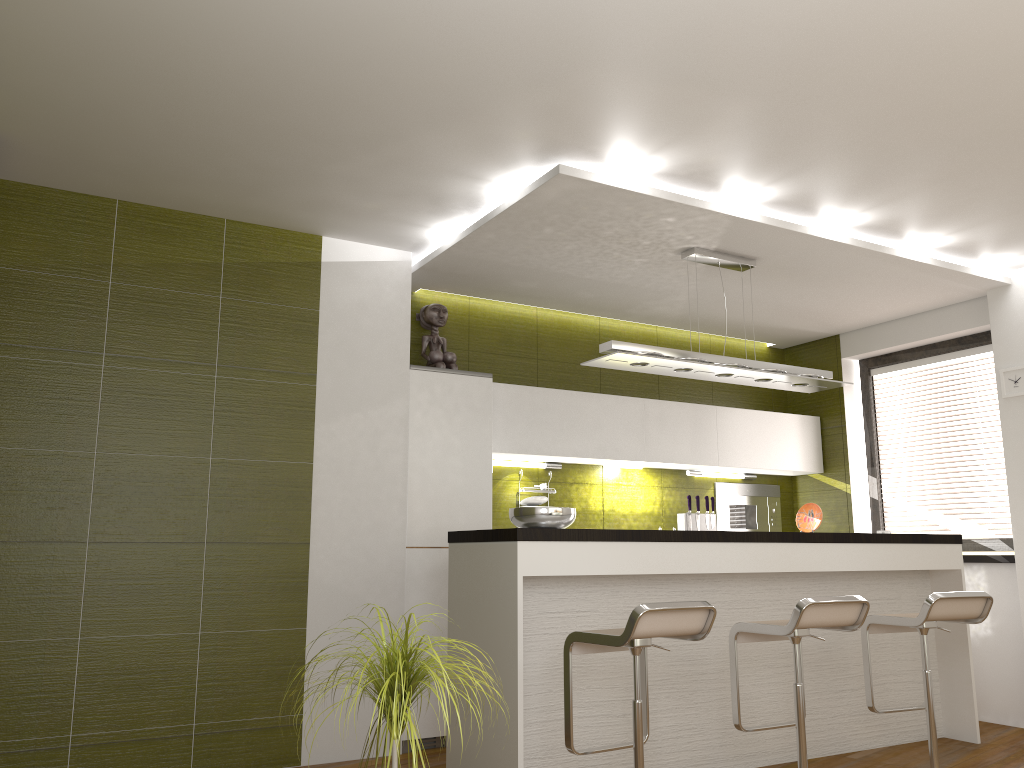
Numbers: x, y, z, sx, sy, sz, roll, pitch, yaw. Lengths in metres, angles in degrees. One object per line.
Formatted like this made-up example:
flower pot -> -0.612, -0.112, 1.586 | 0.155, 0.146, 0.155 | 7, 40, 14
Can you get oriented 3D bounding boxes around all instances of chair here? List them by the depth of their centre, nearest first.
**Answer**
chair -> 0.482, 1.243, 3.301 | 0.418, 0.857, 0.460 | 7, -13, -34
chair -> 1.217, 1.320, 3.713 | 0.418, 0.857, 0.460 | 6, -12, -29
chair -> 1.953, 1.398, 4.126 | 0.418, 0.857, 0.460 | 5, -12, -24

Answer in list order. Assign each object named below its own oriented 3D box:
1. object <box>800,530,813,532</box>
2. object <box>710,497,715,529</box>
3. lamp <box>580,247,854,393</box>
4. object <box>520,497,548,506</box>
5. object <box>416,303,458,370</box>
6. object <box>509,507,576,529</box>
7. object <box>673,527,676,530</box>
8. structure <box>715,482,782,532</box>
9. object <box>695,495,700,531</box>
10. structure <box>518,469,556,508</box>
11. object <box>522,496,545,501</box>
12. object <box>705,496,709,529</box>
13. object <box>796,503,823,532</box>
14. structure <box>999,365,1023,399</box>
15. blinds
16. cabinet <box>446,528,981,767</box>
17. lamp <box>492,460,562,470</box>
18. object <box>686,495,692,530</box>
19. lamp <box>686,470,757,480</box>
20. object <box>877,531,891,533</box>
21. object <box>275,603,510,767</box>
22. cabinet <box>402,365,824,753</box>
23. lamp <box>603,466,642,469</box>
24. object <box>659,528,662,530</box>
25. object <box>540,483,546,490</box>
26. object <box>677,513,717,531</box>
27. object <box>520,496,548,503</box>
object -> 1.746, 0.824, 5.201 | 0.072, 0.131, 0.088 | 7, -13, -34
object -> 1.440, 0.925, 6.373 | 0.040, 0.231, 0.013 | 6, -12, -29
lamp -> 1.161, -0.380, 4.911 | 1.677, 0.683, 0.326 | 6, -12, -29
object -> 0.144, 0.760, 5.725 | 0.181, 0.052, 0.173 | 6, -12, -29
object -> -0.455, -0.276, 5.477 | 0.195, 0.488, 0.304 | 7, -13, -31
object -> 0.142, 0.632, 4.117 | 0.311, 0.105, 0.311 | 3, -11, -16
object -> 1.142, 1.065, 6.226 | 0.059, 0.121, 0.059 | -6, -12, 27
structure -> 1.806, 0.995, 6.735 | 0.663, 0.469, 0.015 | 6, -12, -29
object -> 1.319, 0.924, 6.303 | 0.042, 0.264, 0.013 | 6, -12, -29
structure -> 0.170, 0.732, 5.785 | 0.266, 0.346, 0.110 | 6, -12, -29
object -> 0.143, 0.754, 5.728 | 0.181, 0.052, 0.173 | 6, -12, -29
object -> 1.396, 0.922, 6.348 | 0.036, 0.243, 0.013 | 6, -12, -29
object -> 1.746, 0.787, 5.209 | 0.055, 0.178, 0.184 | 7, -13, -33
structure -> 3.074, -0.014, 5.406 | 0.026, 0.180, 0.180 | 6, -12, -29
blinds -> 4.114, -1.293, 10.526 | 16.000, 12.704, 9.030 | -2, -11, 10
cabinet -> 1.139, 1.340, 4.551 | 2.947, 1.134, 0.663 | 6, -12, -29
lamp -> 0.014, 0.521, 5.780 | 0.715, 0.041, 0.041 | 6, -12, -29
object -> 1.250, 0.954, 6.258 | 0.046, 0.339, 0.013 | 6, -12, -29
lamp -> 1.570, 0.680, 6.619 | 0.716, 0.041, 0.095 | 6, -12, -29
object -> 2.633, 1.123, 6.271 | 0.057, 0.169, 0.106 | 7, -13, -34
object -> -0.298, 1.017, 2.242 | 0.585, 0.904, 0.606 | -6, -12, 28
cabinet -> 0.752, 1.130, 5.987 | 3.471, 2.089, 0.724 | 6, -12, -29
lamp -> 0.780, 0.587, 6.229 | 0.334, 0.008, 0.008 | 6, -12, -29
object -> 1.028, 1.050, 6.148 | 0.059, 0.121, 0.059 | -3, -11, 16
object -> 0.203, 0.678, 5.827 | 0.046, 0.053, 0.051 | 0, -11, 2
object -> 1.323, 1.042, 6.330 | 0.293, 0.227, 0.107 | 6, -12, -29
object -> 0.143, 0.757, 5.726 | 0.181, 0.052, 0.173 | 6, -12, -29
